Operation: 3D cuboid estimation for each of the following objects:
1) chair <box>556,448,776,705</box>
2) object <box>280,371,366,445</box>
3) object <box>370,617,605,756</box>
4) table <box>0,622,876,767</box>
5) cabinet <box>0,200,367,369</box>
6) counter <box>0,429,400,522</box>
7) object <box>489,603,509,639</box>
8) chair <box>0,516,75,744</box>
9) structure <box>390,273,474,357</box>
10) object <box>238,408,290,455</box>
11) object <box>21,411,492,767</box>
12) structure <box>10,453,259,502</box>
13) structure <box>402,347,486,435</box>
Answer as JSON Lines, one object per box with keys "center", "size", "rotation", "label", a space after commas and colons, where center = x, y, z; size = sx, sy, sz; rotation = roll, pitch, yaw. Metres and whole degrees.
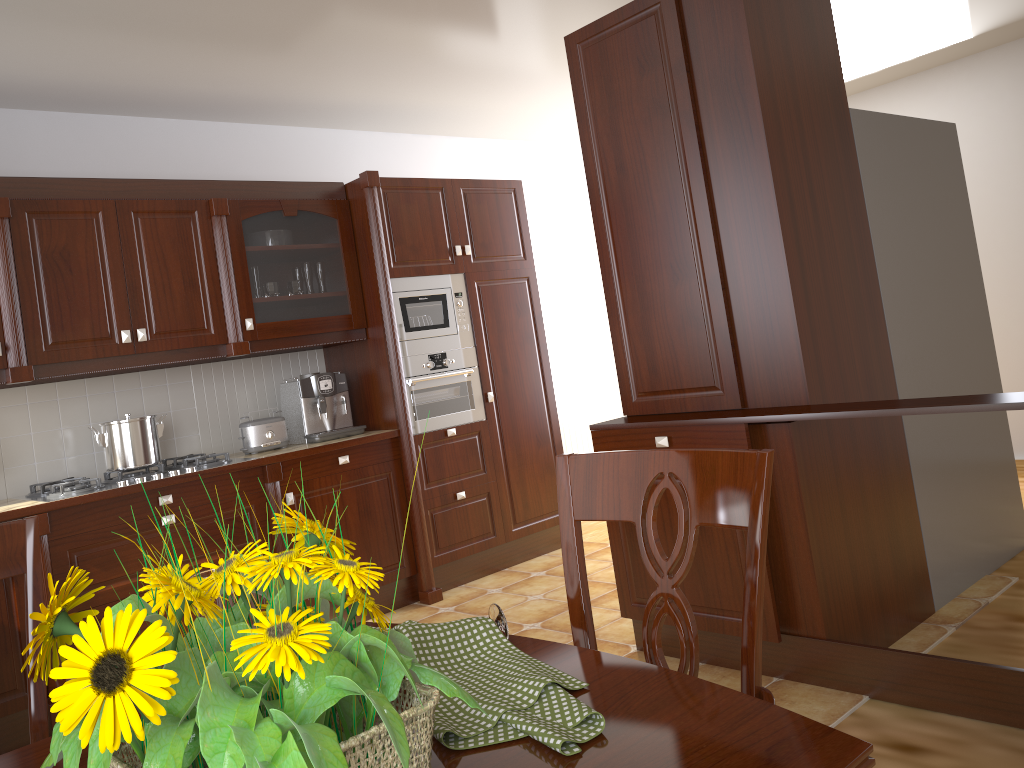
{"center": [0.089, 0.482, 0.961], "size": [0.461, 0.748, 0.401], "rotation": [-8, -2, -41], "label": "chair"}
{"center": [-0.912, 0.105, 4.229], "size": [0.276, 0.323, 0.321], "rotation": [-8, 0, -42], "label": "object"}
{"center": [-0.071, 0.289, 0.957], "size": [0.167, 0.056, 0.525], "rotation": [-10, 2, -28], "label": "object"}
{"center": [-0.503, 0.684, 0.410], "size": [1.687, 0.559, 0.730], "rotation": [-10, 1, -42], "label": "table"}
{"center": [-1.345, -0.460, 2.861], "size": [2.796, 0.781, 1.359], "rotation": [-10, 2, -42], "label": "cabinet"}
{"center": [-1.348, 0.396, 2.975], "size": [2.799, 0.032, 1.812], "rotation": [-11, 3, -42], "label": "counter"}
{"center": [-0.079, 0.292, 1.002], "size": [0.147, 0.047, 0.046], "rotation": [-10, 0, -28], "label": "object"}
{"center": [-0.728, 0.598, 1.215], "size": [0.406, 0.748, 0.456], "rotation": [-7, -2, -44], "label": "chair"}
{"center": [-0.503, -0.337, 4.509], "size": [0.497, 0.387, 0.314], "rotation": [-9, 0, -42], "label": "structure"}
{"center": [-1.132, 0.213, 4.032], "size": [0.244, 0.189, 0.140], "rotation": [-9, 0, -41], "label": "object"}
{"center": [-0.195, 0.209, 0.664], "size": [0.316, 0.338, 0.300], "rotation": [-9, -1, 40], "label": "object"}
{"center": [-1.537, 0.366, 3.621], "size": [0.820, 0.046, 0.586], "rotation": [-11, 3, -42], "label": "structure"}
{"center": [-0.342, 0.028, 4.375], "size": [0.497, 0.376, 0.040], "rotation": [-9, -2, -42], "label": "structure"}
